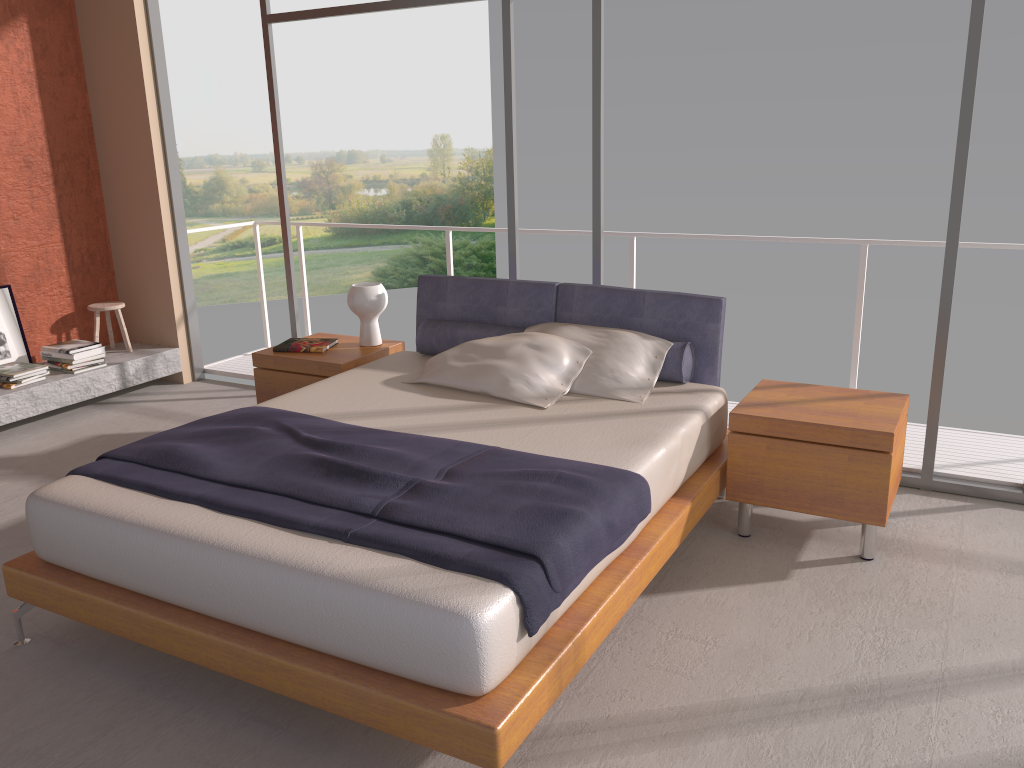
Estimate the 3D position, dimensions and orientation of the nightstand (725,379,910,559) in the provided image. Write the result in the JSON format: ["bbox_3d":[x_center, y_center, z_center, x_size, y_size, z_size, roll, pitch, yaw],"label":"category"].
[{"bbox_3d":[1.303,0.348,3.788,0.628,0.556,0.562,7,18,28],"label":"nightstand"}]

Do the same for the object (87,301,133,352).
[{"bbox_3d":[-2.817,-0.391,6.239,0.260,0.349,0.257,-2,16,-2],"label":"object"}]

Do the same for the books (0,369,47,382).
[{"bbox_3d":[-3.098,-0.069,5.533,0.287,0.025,0.247,8,18,30],"label":"books"}]

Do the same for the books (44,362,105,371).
[{"bbox_3d":[-2.894,-0.136,5.868,0.287,0.018,0.247,7,18,28],"label":"books"}]

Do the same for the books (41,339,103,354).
[{"bbox_3d":[-2.897,-0.245,5.837,0.287,0.025,0.247,7,18,28],"label":"books"}]

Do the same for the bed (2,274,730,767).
[{"bbox_3d":[-0.327,0.253,3.570,2.017,0.959,2.462,7,18,28],"label":"bed"}]

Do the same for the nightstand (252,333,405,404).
[{"bbox_3d":[-1.012,0.061,5.025,0.628,0.556,0.562,7,18,28],"label":"nightstand"}]

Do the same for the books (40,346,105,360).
[{"bbox_3d":[-2.891,-0.214,5.843,0.319,0.038,0.247,6,17,25],"label":"books"}]

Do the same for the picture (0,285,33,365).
[{"bbox_3d":[-3.340,-0.323,5.646,0.117,0.550,0.458,7,18,28],"label":"picture"}]

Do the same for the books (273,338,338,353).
[{"bbox_3d":[-1.148,-0.216,4.946,0.287,0.025,0.247,1,16,9],"label":"books"}]

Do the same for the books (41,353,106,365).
[{"bbox_3d":[-2.890,-0.182,5.852,0.328,0.027,0.247,8,18,29],"label":"books"}]

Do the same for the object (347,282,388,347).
[{"bbox_3d":[-0.797,-0.387,4.934,0.224,0.338,0.224,12,20,39],"label":"object"}]

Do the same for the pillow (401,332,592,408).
[{"bbox_3d":[-0.084,-0.088,4.099,0.869,0.264,0.431,10,19,35],"label":"pillow"}]

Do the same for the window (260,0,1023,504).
[{"bbox_3d":[1.159,-1.105,4.239,6.106,3.133,0.075,7,18,28],"label":"window"}]

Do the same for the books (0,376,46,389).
[{"bbox_3d":[-3.111,-0.022,5.535,0.287,0.025,0.247,6,17,25],"label":"books"}]

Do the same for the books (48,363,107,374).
[{"bbox_3d":[-2.888,-0.118,5.870,0.328,0.018,0.247,8,18,29],"label":"books"}]

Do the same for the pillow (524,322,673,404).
[{"bbox_3d":[0.318,-0.104,4.084,0.791,0.265,0.400,8,18,31],"label":"pillow"}]

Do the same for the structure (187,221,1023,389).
[{"bbox_3d":[1.206,-0.279,4.934,7.689,1.005,0.728,7,18,28],"label":"structure"}]

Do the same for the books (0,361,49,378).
[{"bbox_3d":[-3.104,-0.090,5.529,0.328,0.018,0.247,6,17,25],"label":"books"}]

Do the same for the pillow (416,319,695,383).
[{"bbox_3d":[0.176,-0.175,4.384,1.470,0.201,0.205,7,18,28],"label":"pillow"}]

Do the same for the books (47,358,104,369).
[{"bbox_3d":[-2.874,-0.153,5.848,0.287,0.025,0.247,11,20,38],"label":"books"}]

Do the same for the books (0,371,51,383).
[{"bbox_3d":[-3.112,-0.049,5.544,0.328,0.018,0.247,2,16,13],"label":"books"}]
